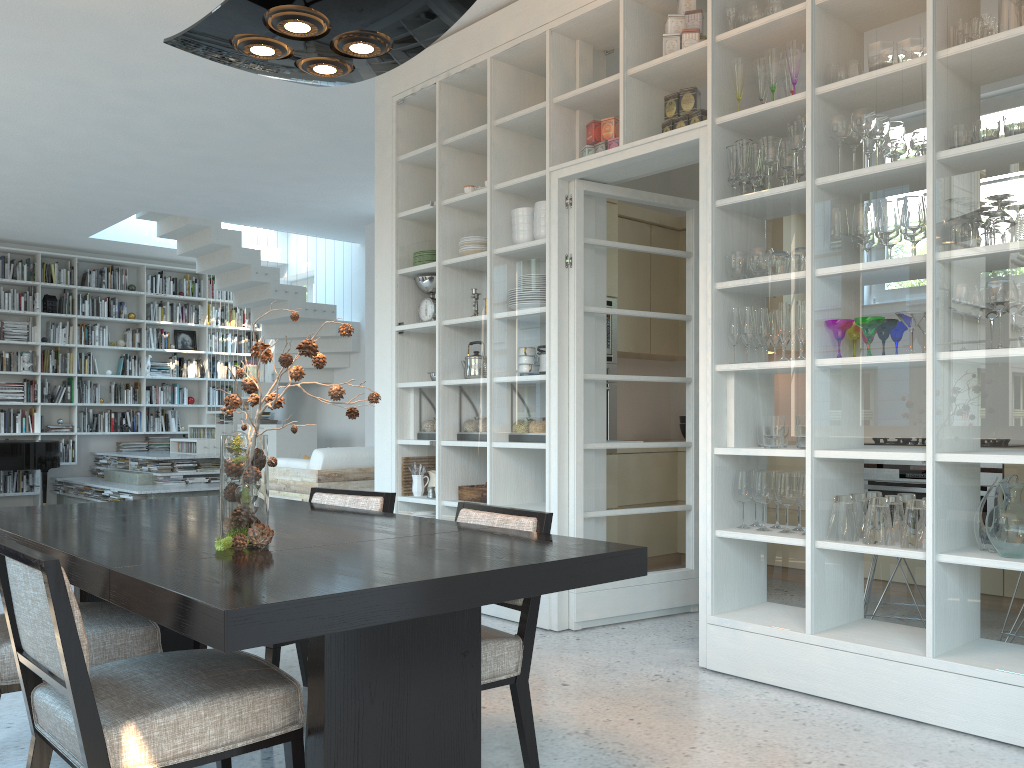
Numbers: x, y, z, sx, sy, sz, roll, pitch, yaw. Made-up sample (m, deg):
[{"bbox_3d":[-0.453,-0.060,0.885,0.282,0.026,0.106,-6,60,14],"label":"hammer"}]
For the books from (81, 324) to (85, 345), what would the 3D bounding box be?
[{"bbox_3d":[-5.497,-0.972,11.364,0.014,0.284,0.135,2,-2,-42],"label":"books"}]

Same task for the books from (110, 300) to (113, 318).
[{"bbox_3d":[-5.239,-1.313,11.567,0.030,0.238,0.185,1,-2,-42],"label":"books"}]

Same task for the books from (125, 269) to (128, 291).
[{"bbox_3d":[-5.095,-1.713,11.711,0.006,0.306,0.163,2,-2,-42],"label":"books"}]

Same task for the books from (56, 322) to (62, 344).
[{"bbox_3d":[-5.689,-0.970,11.130,0.028,0.275,0.186,1,-2,-42],"label":"books"}]

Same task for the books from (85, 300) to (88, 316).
[{"bbox_3d":[-5.464,-1.301,11.352,0.026,0.208,0.181,1,-2,-42],"label":"books"}]

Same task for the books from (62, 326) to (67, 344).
[{"bbox_3d":[-5.648,-0.948,11.195,0.024,0.234,0.149,1,-2,-42],"label":"books"}]

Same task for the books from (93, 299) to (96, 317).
[{"bbox_3d":[-5.392,-1.317,11.429,0.027,0.241,0.160,1,-2,-42],"label":"books"}]

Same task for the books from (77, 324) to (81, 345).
[{"bbox_3d":[-5.525,-0.970,11.322,0.014,0.278,0.153,2,-2,-42],"label":"books"}]

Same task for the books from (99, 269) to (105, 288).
[{"bbox_3d":[-5.308,-1.691,11.501,0.028,0.258,0.184,1,-2,-42],"label":"books"}]

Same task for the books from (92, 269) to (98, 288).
[{"bbox_3d":[-5.383,-1.690,11.462,0.030,0.255,0.161,1,-2,-42],"label":"books"}]

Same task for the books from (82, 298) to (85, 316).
[{"bbox_3d":[-5.495,-1.319,11.348,0.026,0.243,0.148,1,-2,-42],"label":"books"}]

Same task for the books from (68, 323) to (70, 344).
[{"bbox_3d":[-5.623,-0.970,11.218,0.025,0.277,0.173,2,-2,-42],"label":"books"}]

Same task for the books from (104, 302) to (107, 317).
[{"bbox_3d":[-5.292,-1.299,11.506,0.021,0.209,0.180,1,-2,-42],"label":"books"}]

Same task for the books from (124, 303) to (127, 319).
[{"bbox_3d":[-5.114,-1.307,11.709,0.026,0.229,0.140,1,-2,-42],"label":"books"}]

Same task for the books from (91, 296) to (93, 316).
[{"bbox_3d":[-5.422,-1.334,11.434,0.012,0.277,0.133,2,-2,-42],"label":"books"}]

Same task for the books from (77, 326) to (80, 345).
[{"bbox_3d":[-5.544,-0.952,11.310,0.030,0.242,0.138,1,-2,-42],"label":"books"}]

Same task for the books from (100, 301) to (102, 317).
[{"bbox_3d":[-5.343,-1.303,11.495,0.025,0.216,0.144,1,-2,-42],"label":"books"}]

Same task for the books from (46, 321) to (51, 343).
[{"bbox_3d":[-5.790,-0.976,11.082,0.018,0.285,0.159,2,-2,-42],"label":"books"}]

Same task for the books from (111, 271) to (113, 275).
[{"bbox_3d":[-5.235,-1.687,11.588,0.008,0.251,0.170,2,-2,-42],"label":"books"}]

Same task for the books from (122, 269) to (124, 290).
[{"bbox_3d":[-5.132,-1.708,11.679,0.013,0.297,0.188,2,-2,-42],"label":"books"}]

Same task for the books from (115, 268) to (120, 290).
[{"bbox_3d":[-5.173,-1.714,11.641,0.008,0.307,0.182,2,-2,-42],"label":"books"}]

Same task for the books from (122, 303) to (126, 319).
[{"bbox_3d":[-5.130,-1.301,11.671,0.048,0.216,0.182,1,-2,-42],"label":"books"}]

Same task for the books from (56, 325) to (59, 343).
[{"bbox_3d":[-5.716,-0.950,11.134,0.023,0.236,0.178,1,-2,-42],"label":"books"}]

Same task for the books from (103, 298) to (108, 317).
[{"bbox_3d":[-5.282,-1.327,11.537,0.012,0.265,0.156,2,-2,-42],"label":"books"}]

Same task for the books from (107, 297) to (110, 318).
[{"bbox_3d":[-5.268,-1.337,11.567,0.012,0.285,0.159,2,-2,-42],"label":"books"}]

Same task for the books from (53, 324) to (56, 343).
[{"bbox_3d":[-5.749,-0.957,11.110,0.028,0.250,0.164,1,-2,-42],"label":"books"}]

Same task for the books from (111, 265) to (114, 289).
[{"bbox_3d":[-5.229,-1.726,11.594,0.007,0.329,0.183,2,-2,-42],"label":"books"}]

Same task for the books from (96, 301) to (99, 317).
[{"bbox_3d":[-5.376,-1.307,11.473,0.028,0.223,0.142,1,-2,-42],"label":"books"}]

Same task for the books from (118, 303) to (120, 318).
[{"bbox_3d":[-5.180,-1.300,11.629,0.030,0.213,0.156,1,-2,-42],"label":"books"}]

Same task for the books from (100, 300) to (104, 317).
[{"bbox_3d":[-5.318,-1.313,11.503,0.023,0.237,0.149,1,-2,-42],"label":"books"}]

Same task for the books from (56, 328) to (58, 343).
[{"bbox_3d":[-5.730,-0.936,11.127,0.023,0.207,0.171,1,-2,-42],"label":"books"}]

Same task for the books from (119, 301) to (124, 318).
[{"bbox_3d":[-5.141,-1.311,11.649,0.054,0.235,0.171,1,-2,-42],"label":"books"}]

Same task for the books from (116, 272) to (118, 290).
[{"bbox_3d":[-5.191,-1.687,11.636,0.024,0.252,0.149,1,-2,-42],"label":"books"}]

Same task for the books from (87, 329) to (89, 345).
[{"bbox_3d":[-5.461,-0.938,11.372,0.026,0.216,0.161,1,-2,-42],"label":"books"}]

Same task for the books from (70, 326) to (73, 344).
[{"bbox_3d":[-5.596,-0.950,11.241,0.026,0.238,0.173,1,-2,-42],"label":"books"}]

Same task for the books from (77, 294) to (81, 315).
[{"bbox_3d":[-5.521,-1.340,11.315,0.012,0.285,0.159,2,-2,-42],"label":"books"}]

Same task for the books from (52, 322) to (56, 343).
[{"bbox_3d":[-5.739,-0.970,11.121,0.019,0.275,0.146,2,-2,-42],"label":"books"}]

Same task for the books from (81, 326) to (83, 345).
[{"bbox_3d":[-5.503,-0.954,11.319,0.014,0.248,0.176,2,-2,-42],"label":"books"}]

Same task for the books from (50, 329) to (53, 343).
[{"bbox_3d":[-5.766,-0.926,11.073,0.028,0.185,0.181,1,-2,-42],"label":"books"}]

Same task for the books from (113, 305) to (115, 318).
[{"bbox_3d":[-5.221,-1.284,11.589,0.027,0.182,0.176,1,-2,-42],"label":"books"}]

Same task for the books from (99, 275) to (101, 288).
[{"bbox_3d":[-5.358,-1.657,11.510,0.031,0.190,0.132,1,-2,-42],"label":"books"}]

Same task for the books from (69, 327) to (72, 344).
[{"bbox_3d":[-5.600,-0.946,11.216,0.028,0.230,0.176,1,-2,-42],"label":"books"}]

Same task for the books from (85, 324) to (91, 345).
[{"bbox_3d":[-5.433,-0.970,11.372,0.014,0.280,0.177,2,-2,-42],"label":"books"}]

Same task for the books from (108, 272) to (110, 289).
[{"bbox_3d":[-5.259,-1.677,11.560,0.018,0.231,0.160,2,-2,-42],"label":"books"}]

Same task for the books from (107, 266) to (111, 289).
[{"bbox_3d":[-5.254,-1.717,11.573,0.006,0.312,0.179,2,-2,-42],"label":"books"}]

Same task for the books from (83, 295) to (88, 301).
[{"bbox_3d":[-5.461,-1.338,11.378,0.011,0.283,0.172,2,-2,-42],"label":"books"}]

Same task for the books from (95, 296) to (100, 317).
[{"bbox_3d":[-5.358,-1.337,11.485,0.013,0.284,0.154,2,-2,-42],"label":"books"}]

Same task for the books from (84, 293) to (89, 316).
[{"bbox_3d":[-5.448,-1.350,11.382,0.014,0.307,0.152,2,-2,-42],"label":"books"}]

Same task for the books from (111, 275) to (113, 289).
[{"bbox_3d":[-5.234,-1.662,11.568,0.018,0.201,0.188,2,-2,-42],"label":"books"}]

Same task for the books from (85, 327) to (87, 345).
[{"bbox_3d":[-5.473,-0.948,11.358,0.013,0.236,0.157,2,-2,-42],"label":"books"}]

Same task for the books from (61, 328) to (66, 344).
[{"bbox_3d":[-5.657,-0.937,11.177,0.029,0.211,0.157,1,-2,-42],"label":"books"}]

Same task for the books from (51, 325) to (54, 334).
[{"bbox_3d":[-5.766,-0.954,11.103,0.024,0.242,0.159,1,-2,-42],"label":"books"}]

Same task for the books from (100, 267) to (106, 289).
[{"bbox_3d":[-5.305,-1.708,11.536,0.024,0.292,0.167,2,-2,-42],"label":"books"}]

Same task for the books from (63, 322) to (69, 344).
[{"bbox_3d":[-5.636,-0.978,11.209,0.028,0.293,0.154,2,-2,-42],"label":"books"}]

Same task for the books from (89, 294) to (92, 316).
[{"bbox_3d":[-5.430,-1.344,11.418,0.021,0.296,0.138,2,-2,-42],"label":"books"}]

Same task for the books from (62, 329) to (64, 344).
[{"bbox_3d":[-5.672,-0.930,11.162,0.027,0.196,0.185,1,-2,-42],"label":"books"}]

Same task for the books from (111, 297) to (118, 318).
[{"bbox_3d":[-5.192,-1.336,11.600,0.029,0.285,0.183,1,-2,-42],"label":"books"}]
